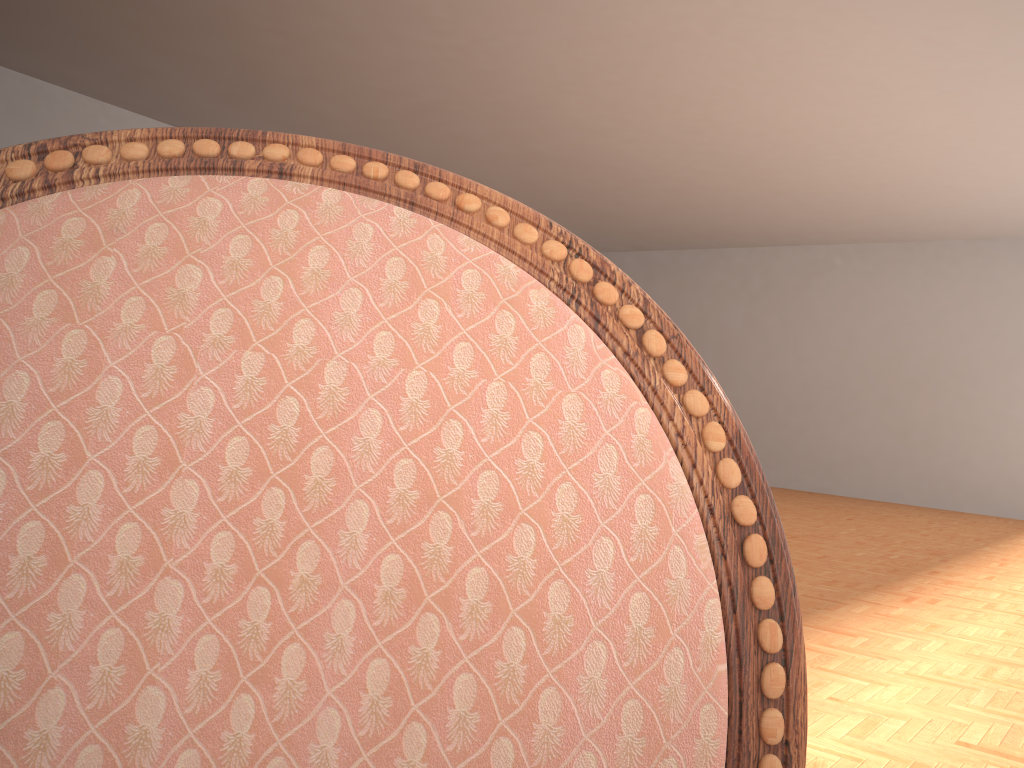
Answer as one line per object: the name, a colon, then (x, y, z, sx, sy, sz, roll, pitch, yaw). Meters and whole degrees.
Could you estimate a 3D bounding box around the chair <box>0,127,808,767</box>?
chair: (-0.093, 0.363, 0.080, 0.521, 0.931, 0.593, 6, -1, -8)
